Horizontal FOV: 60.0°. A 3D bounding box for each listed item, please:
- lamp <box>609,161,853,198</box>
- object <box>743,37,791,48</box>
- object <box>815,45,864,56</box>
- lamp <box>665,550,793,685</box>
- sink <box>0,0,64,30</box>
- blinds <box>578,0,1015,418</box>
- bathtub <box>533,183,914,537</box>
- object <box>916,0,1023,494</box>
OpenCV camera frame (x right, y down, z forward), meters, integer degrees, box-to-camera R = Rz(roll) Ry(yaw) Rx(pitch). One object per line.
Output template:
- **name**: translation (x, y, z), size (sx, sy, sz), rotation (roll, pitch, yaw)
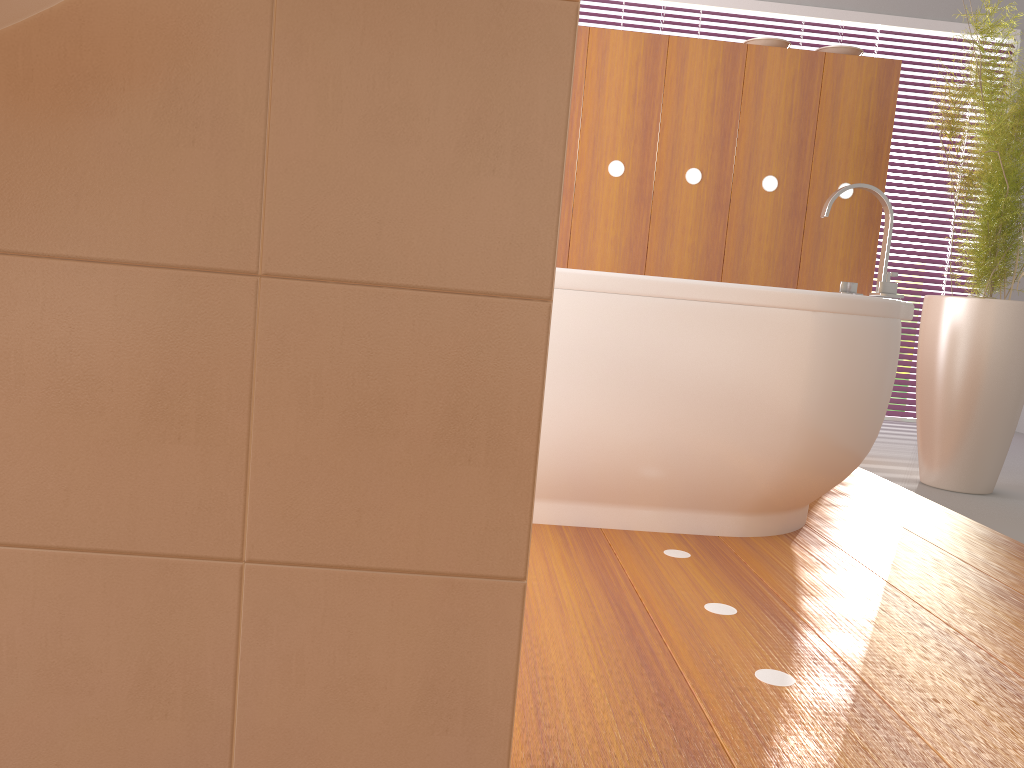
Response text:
- **lamp**: translation (0.648, -0.741, 3.163), size (1.169, 0.052, 0.001), rotation (5, 6, -4)
- **object**: translation (0.934, -1.225, 3.258), size (0.173, 0.046, 0.173), rotation (5, 6, -4)
- **object**: translation (1.204, -1.203, 3.275), size (0.173, 0.046, 0.173), rotation (5, 6, -4)
- **lamp**: translation (-1.116, 0.404, 0.411), size (3.173, 0.001, 2.893), rotation (5, 6, -4)
- **sink**: translation (-0.593, -0.369, 0.485), size (0.683, 0.516, 0.539), rotation (5, 6, -4)
- **blinds**: translation (0.217, -0.984, 4.635), size (4.712, 2.022, 0.032), rotation (5, 6, -4)
- **bathtub**: translation (0.137, -0.155, 2.378), size (1.874, 0.900, 0.888), rotation (5, 6, -4)
- **object**: translation (1.667, -0.408, 2.886), size (0.683, 1.557, 1.335), rotation (8, 7, 29)
